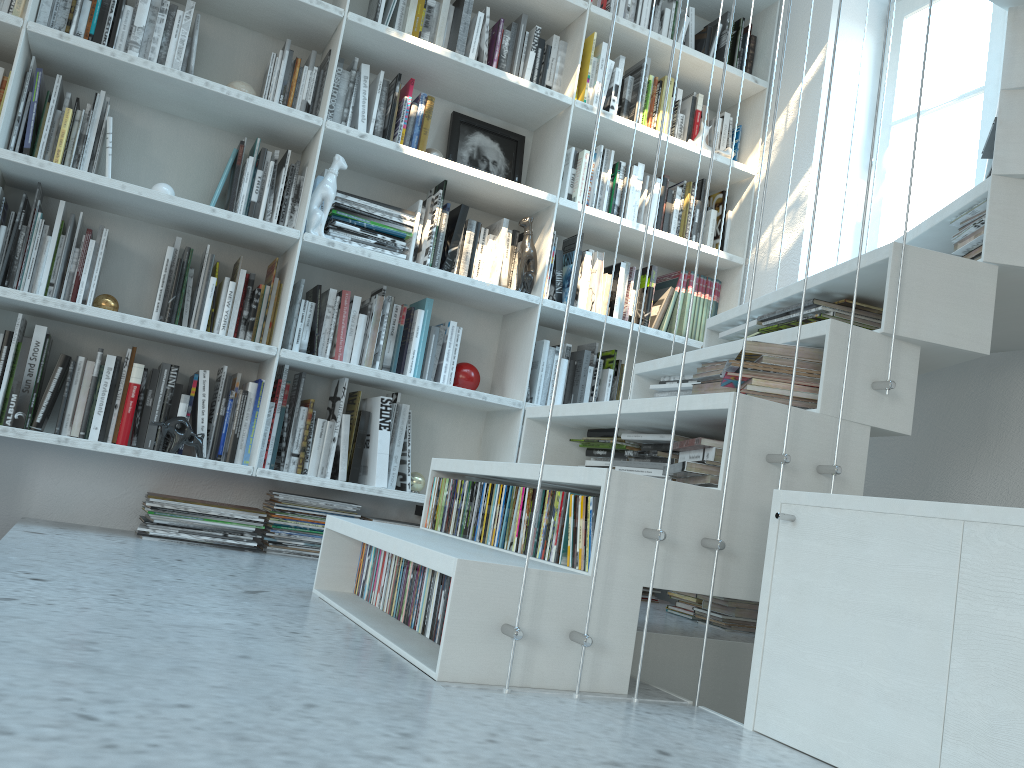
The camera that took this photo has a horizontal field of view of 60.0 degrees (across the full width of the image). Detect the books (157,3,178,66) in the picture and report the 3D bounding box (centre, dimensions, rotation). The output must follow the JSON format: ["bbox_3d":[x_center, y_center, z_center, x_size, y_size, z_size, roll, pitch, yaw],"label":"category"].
[{"bbox_3d":[-1.096,-1.045,2.792,0.024,0.261,0.133,13,-8,-24],"label":"books"}]

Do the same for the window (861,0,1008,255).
[{"bbox_3d":[1.587,-0.901,2.855,0.042,1.224,1.118,13,-8,-24],"label":"window"}]

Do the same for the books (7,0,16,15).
[{"bbox_3d":[-1.449,-1.135,2.616,0.025,0.277,0.173,13,-8,-24],"label":"books"}]

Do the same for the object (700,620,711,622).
[{"bbox_3d":[0.683,0.810,3.019,0.207,0.018,0.147,12,-8,-21],"label":"object"}]

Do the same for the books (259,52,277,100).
[{"bbox_3d":[-0.815,-0.960,2.919,0.015,0.220,0.140,13,-8,-24],"label":"books"}]

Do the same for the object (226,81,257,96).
[{"bbox_3d":[-0.881,-0.922,2.869,0.111,0.113,0.112,2,-10,43],"label":"object"}]

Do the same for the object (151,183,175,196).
[{"bbox_3d":[-1.069,-0.579,2.714,0.071,0.072,0.072,6,-8,24],"label":"object"}]

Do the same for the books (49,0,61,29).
[{"bbox_3d":[-1.374,-1.081,2.670,0.013,0.209,0.140,13,-8,-24],"label":"books"}]

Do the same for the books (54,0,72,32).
[{"bbox_3d":[-1.351,-1.093,2.677,0.030,0.242,0.138,13,-8,-24],"label":"books"}]

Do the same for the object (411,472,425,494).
[{"bbox_3d":[-0.335,0.340,3.063,0.071,0.072,0.072,6,-8,24],"label":"object"}]

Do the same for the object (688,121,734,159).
[{"bbox_3d":[0.781,-0.948,3.508,0.203,0.136,0.095,10,-7,-8],"label":"object"}]

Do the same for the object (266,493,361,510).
[{"bbox_3d":[-0.657,0.388,2.927,0.285,0.005,0.159,13,-8,-24],"label":"object"}]

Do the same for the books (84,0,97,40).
[{"bbox_3d":[-1.287,-1.098,2.716,0.014,0.283,0.135,13,-8,-24],"label":"books"}]

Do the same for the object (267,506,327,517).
[{"bbox_3d":[-0.665,0.424,2.920,0.254,0.005,0.161,13,-8,-24],"label":"object"}]

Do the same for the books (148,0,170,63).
[{"bbox_3d":[-1.110,-1.043,2.763,0.025,0.244,0.183,13,-8,-24],"label":"books"}]

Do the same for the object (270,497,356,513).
[{"bbox_3d":[-0.658,0.399,2.925,0.254,0.005,0.161,13,-8,-24],"label":"object"}]

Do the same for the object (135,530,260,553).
[{"bbox_3d":[-0.980,0.489,2.756,0.346,0.007,0.193,14,-9,-29],"label":"object"}]

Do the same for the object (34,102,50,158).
[{"bbox_3d":[-1.390,-0.712,2.629,0.013,0.208,0.140,13,-8,-24],"label":"object"}]

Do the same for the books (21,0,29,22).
[{"bbox_3d":[-1.420,-1.108,2.628,0.026,0.237,0.173,13,-8,-24],"label":"books"}]

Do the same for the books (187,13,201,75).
[{"bbox_3d":[-1.020,-1.024,2.824,0.034,0.254,0.161,13,-8,-24],"label":"books"}]

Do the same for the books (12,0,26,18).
[{"bbox_3d":[-1.431,-1.109,2.605,0.028,0.229,0.177,13,-8,-24],"label":"books"}]

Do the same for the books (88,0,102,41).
[{"bbox_3d":[-1.271,-1.073,2.701,0.013,0.236,0.157,13,-8,-24],"label":"books"}]

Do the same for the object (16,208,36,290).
[{"bbox_3d":[-1.427,-0.375,2.614,0.007,0.265,0.135,13,-8,-24],"label":"object"}]

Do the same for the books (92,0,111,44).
[{"bbox_3d":[-1.256,-1.059,2.709,0.026,0.215,0.161,13,-8,-24],"label":"books"}]

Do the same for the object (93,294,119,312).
[{"bbox_3d":[-1.221,-0.234,2.665,0.071,0.072,0.072,6,-8,24],"label":"object"}]

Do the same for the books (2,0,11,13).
[{"bbox_3d":[-1.463,-1.146,2.613,0.028,0.293,0.154,13,-8,-24],"label":"books"}]

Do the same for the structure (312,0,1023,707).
[{"bbox_3d":[0.445,-0.840,1.500,2.616,3.377,1.955,13,-8,-24],"label":"structure"}]

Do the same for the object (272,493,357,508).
[{"bbox_3d":[-0.655,0.382,2.925,0.254,0.005,0.161,13,-8,-23],"label":"object"}]

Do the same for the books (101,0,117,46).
[{"bbox_3d":[-1.225,-1.088,2.703,0.014,0.280,0.177,13,-8,-24],"label":"books"}]

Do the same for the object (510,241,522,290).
[{"bbox_3d":[-0.012,-0.401,3.249,0.022,0.211,0.179,13,-8,-24],"label":"object"}]

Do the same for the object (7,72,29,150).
[{"bbox_3d":[-1.455,-0.763,2.618,0.013,0.283,0.135,13,-8,-24],"label":"object"}]

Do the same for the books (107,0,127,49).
[{"bbox_3d":[-1.214,-1.063,2.714,0.022,0.237,0.164,13,-8,-24],"label":"books"}]

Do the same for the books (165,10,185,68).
[{"bbox_3d":[-1.072,-1.027,2.787,0.021,0.232,0.183,13,-8,-24],"label":"books"}]

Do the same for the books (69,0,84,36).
[{"bbox_3d":[-1.309,-1.089,2.674,0.014,0.247,0.176,13,-8,-24],"label":"books"}]

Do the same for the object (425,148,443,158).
[{"bbox_3d":[-0.284,-0.780,3.111,0.091,0.092,0.092,6,-8,24],"label":"object"}]

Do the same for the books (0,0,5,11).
[{"bbox_3d":[-1.482,-1.120,2.600,0.024,0.233,0.149,13,-8,-24],"label":"books"}]

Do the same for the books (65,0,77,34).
[{"bbox_3d":[-1.326,-1.106,2.685,0.014,0.278,0.154,13,-8,-24],"label":"books"}]

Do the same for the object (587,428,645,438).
[{"bbox_3d":[0.300,0.138,2.272,0.161,0.025,0.174,12,-8,-20],"label":"object"}]

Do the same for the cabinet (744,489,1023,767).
[{"bbox_3d":[0.780,0.512,0.983,0.552,0.667,0.993,13,-8,-24],"label":"cabinet"}]

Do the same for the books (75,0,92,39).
[{"bbox_3d":[-1.304,-1.051,2.688,0.021,0.178,0.136,13,-8,-24],"label":"books"}]

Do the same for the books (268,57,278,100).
[{"bbox_3d":[-0.805,-0.951,2.919,0.005,0.205,0.154,13,-8,-24],"label":"books"}]

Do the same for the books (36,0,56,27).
[{"bbox_3d":[-1.377,-1.107,2.639,0.028,0.251,0.190,13,-8,-24],"label":"books"}]

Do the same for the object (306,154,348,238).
[{"bbox_3d":[-0.593,-0.594,2.813,0.087,0.287,0.075,8,-7,11],"label":"object"}]

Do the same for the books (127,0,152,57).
[{"bbox_3d":[-1.153,-1.063,2.732,0.030,0.262,0.182,13,-8,-24],"label":"books"}]

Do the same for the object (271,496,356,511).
[{"bbox_3d":[-0.657,0.393,2.925,0.254,0.005,0.161,13,-8,-24],"label":"object"}]

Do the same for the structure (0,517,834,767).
[{"bbox_3d":[-0.112,0.810,1.582,2.902,0.658,3.114,13,-8,-24],"label":"structure"}]

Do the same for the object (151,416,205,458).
[{"bbox_3d":[-0.974,0.150,2.593,0.161,0.113,0.064,15,-9,-36],"label":"object"}]

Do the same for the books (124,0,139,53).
[{"bbox_3d":[-1.182,-1.063,2.745,0.011,0.256,0.131,13,-8,-24],"label":"books"}]

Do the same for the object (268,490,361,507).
[{"bbox_3d":[-0.650,0.377,2.917,0.285,0.005,0.159,12,-8,-19],"label":"object"}]

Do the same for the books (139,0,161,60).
[{"bbox_3d":[-1.136,-1.072,2.769,0.027,0.295,0.159,13,-8,-24],"label":"books"}]

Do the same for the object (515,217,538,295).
[{"bbox_3d":[0.051,-0.444,3.128,0.087,0.287,0.075,8,-7,11],"label":"object"}]

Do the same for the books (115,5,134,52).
[{"bbox_3d":[-1.201,-1.036,2.729,0.025,0.194,0.171,13,-8,-24],"label":"books"}]

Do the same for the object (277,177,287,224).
[{"bbox_3d":[-0.781,-0.570,2.929,0.014,0.207,0.130,13,-8,-24],"label":"object"}]

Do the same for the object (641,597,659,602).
[{"bbox_3d":[0.351,0.788,3.383,0.368,0.007,0.206,11,-8,-14],"label":"object"}]

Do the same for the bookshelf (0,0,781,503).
[{"bbox_3d":[-2.031,-0.670,2.260,6.303,3.137,0.330,13,-8,-24],"label":"bookshelf"}]

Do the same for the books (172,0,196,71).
[{"bbox_3d":[-1.043,-1.042,2.788,0.024,0.272,0.169,13,-8,-24],"label":"books"}]

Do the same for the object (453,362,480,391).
[{"bbox_3d":[-0.170,-0.018,3.132,0.115,0.116,0.115,2,-10,43],"label":"object"}]
